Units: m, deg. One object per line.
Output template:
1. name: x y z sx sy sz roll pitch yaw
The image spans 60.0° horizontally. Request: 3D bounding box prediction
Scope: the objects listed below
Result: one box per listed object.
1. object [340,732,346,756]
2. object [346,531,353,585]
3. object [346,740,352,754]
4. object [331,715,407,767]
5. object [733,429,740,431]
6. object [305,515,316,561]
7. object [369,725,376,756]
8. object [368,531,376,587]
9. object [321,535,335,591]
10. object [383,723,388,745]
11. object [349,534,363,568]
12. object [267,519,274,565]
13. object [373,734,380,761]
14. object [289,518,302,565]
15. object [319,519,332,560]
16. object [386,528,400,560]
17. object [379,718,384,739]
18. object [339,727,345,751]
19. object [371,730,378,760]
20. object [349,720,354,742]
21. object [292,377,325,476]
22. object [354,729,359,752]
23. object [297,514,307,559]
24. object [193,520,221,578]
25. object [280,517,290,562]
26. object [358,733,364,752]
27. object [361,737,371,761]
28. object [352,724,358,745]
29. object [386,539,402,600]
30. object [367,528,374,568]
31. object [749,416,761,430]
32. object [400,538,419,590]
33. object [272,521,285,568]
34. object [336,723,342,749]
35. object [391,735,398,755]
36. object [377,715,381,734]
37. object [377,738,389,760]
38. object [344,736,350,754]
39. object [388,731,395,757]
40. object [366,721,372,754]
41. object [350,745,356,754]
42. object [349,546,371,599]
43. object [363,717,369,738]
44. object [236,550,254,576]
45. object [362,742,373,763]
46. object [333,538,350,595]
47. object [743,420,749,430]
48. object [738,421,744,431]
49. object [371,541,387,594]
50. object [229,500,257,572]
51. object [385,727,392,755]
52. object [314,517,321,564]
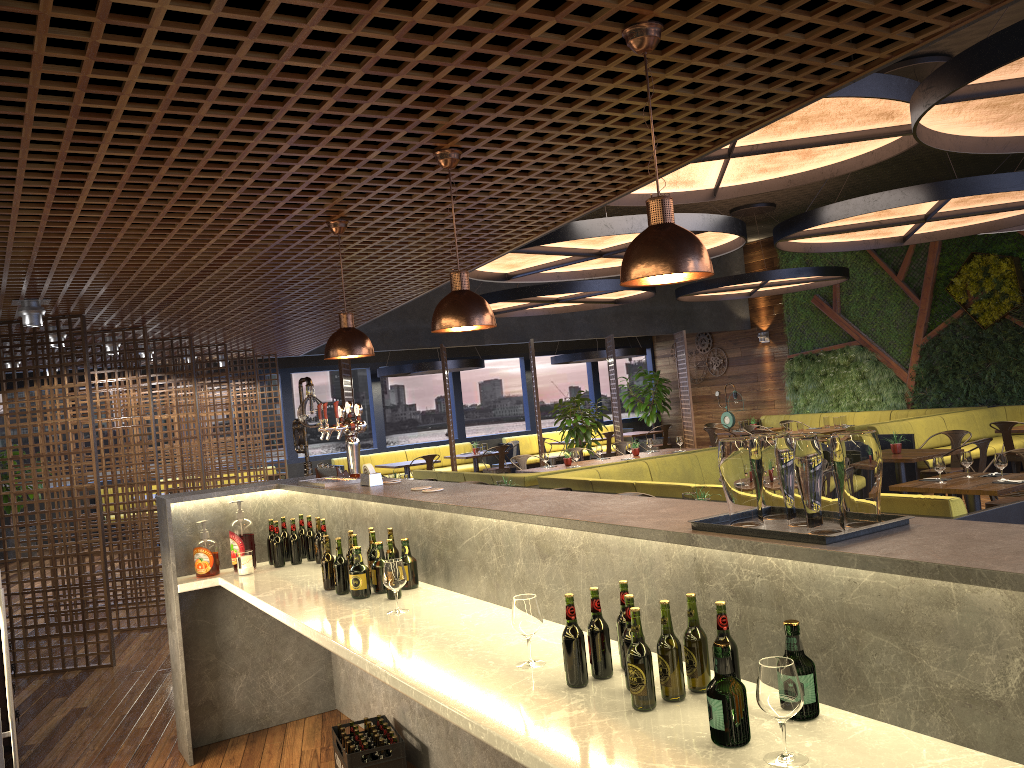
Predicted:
1. object: -0.802 1.782 4.273 0.056 0.205 0.056 -6 -1 32
2. object: -0.757 0.825 4.220 0.063 0.254 0.063 -6 -1 31
3. object: -0.754 1.776 4.152 0.056 0.205 0.056 -6 -1 22
4. object: -0.692 1.792 4.282 0.277 0.206 0.416 -5 -1 -21
5. object: 4.112 0.835 16.107 0.255 0.019 0.157 -5 -1 -32
6. object: -1.141 0.874 5.031 0.063 0.254 0.063 -6 -1 31
7. object: -0.669 1.770 4.330 0.056 0.205 0.056 -6 -1 17
8. object: -0.639 0.813 4.133 0.063 0.254 0.063 -5 -1 -28
9. object: -0.860 0.834 4.147 0.063 0.254 0.063 -6 -1 11
10. object: -0.612 1.765 4.345 0.056 0.205 0.057 -6 -1 41
11. object: -0.716 0.820 4.077 0.063 0.254 0.063 -5 -1 -3
12. object: -1.359 0.896 5.037 0.063 0.254 0.063 -5 -1 -39
13. object: -0.630 1.765 4.202 0.056 0.205 0.056 -6 -1 42
14. object: -1.216 0.880 4.961 0.063 0.254 0.063 -5 -1 -39
15. object: -1.015 0.860 4.812 0.063 0.254 0.063 -6 -1 31
16. object: -0.563 0.806 4.180 0.063 0.254 0.063 -6 -1 31
17. object: -0.641 1.769 4.409 0.057 0.205 0.056 -6 -1 31
18. object: -0.819 1.785 4.338 0.056 0.205 0.056 -5 -1 -33
19. object: -0.649 1.767 4.261 0.056 0.205 0.056 -6 -1 7
20. object: -0.790 1.783 4.421 0.057 0.205 0.056 -6 -1 16
21. object: -1.505 0.425 6.522 0.263 0.944 0.566 -5 -1 -39
22. object: -0.744 1.777 4.298 0.057 0.205 0.056 -6 -1 31
23. object: -1.216 0.884 5.156 0.063 0.254 0.063 -6 -1 31
24. object: -1.677 0.898 4.858 0.133 0.301 0.133 -5 -1 -25
25. object: -1.306 0.892 5.104 0.063 0.254 0.063 -6 -1 11
26. object: -0.712 1.773 4.235 0.056 0.205 0.057 -6 -1 21
27. object: -0.691 1.771 4.176 0.056 0.205 0.057 -6 -1 41
28. object: -0.760 1.780 4.360 0.057 0.205 0.056 -5 -1 -9
29. object: -0.517 0.797 3.821 0.063 0.254 0.063 -5 -1 -43
30. object: -0.665 0.817 4.256 0.063 0.254 0.063 -5 -1 -34
31. object: 4.301 0.686 15.818 0.238 0.271 0.260 -5 -1 -10
32. object: -0.474 0.811 4.012 0.088 0.224 0.088 -5 -1 -37
33. object: -1.301 0.888 4.922 0.063 0.254 0.063 -5 -1 -44
34. object: -0.846 1.788 4.397 0.056 0.205 0.056 -6 -1 42
35. object: -0.541 1.756 4.163 0.056 0.205 0.057 -6 -1 41
36. object: -0.661 1.772 4.468 0.057 0.205 0.056 -5 -1 -24
37. object: -0.600 1.761 4.142 0.056 0.205 0.056 -5 -1 -23
38. object: -0.775 1.779 4.212 0.056 0.205 0.056 -6 -1 7
39. object: -0.563 1.759 4.226 0.056 0.205 0.057 -6 -1 16
40. object: -0.697 1.774 4.386 0.056 0.205 0.056 -5 -1 -38
41. object: -0.726 1.772 4.093 0.056 0.205 0.056 -5 -1 -18
42. object: -0.673 0.828 3.906 0.088 0.224 0.088 -6 -1 13
43. object: -0.723 1.777 4.447 0.056 0.205 0.056 -5 -1 -18
44. object: -1.440 0.965 4.788 0.088 0.123 0.088 -5 -1 -25
45. object: -0.670 1.768 4.114 0.057 0.205 0.056 -5 -1 -19
46. object: -0.778 0.825 4.021 0.063 0.254 0.063 -6 -1 22
47. object: 4.230 0.742 15.999 0.102 0.178 0.102 -5 -1 4
48. object: 4.096 0.752 15.827 0.102 0.178 0.102 -6 -1 44
49. object: -0.587 0.821 3.977 0.088 0.224 0.088 -5 -1 -2
50. object: -1.500 0.840 4.927 0.133 0.385 0.133 -6 -1 8
51. object: -0.585 1.762 4.287 0.056 0.205 0.057 -5 -1 -9
52. object: -1.067 0.866 4.919 0.063 0.254 0.063 -5 -1 -3
